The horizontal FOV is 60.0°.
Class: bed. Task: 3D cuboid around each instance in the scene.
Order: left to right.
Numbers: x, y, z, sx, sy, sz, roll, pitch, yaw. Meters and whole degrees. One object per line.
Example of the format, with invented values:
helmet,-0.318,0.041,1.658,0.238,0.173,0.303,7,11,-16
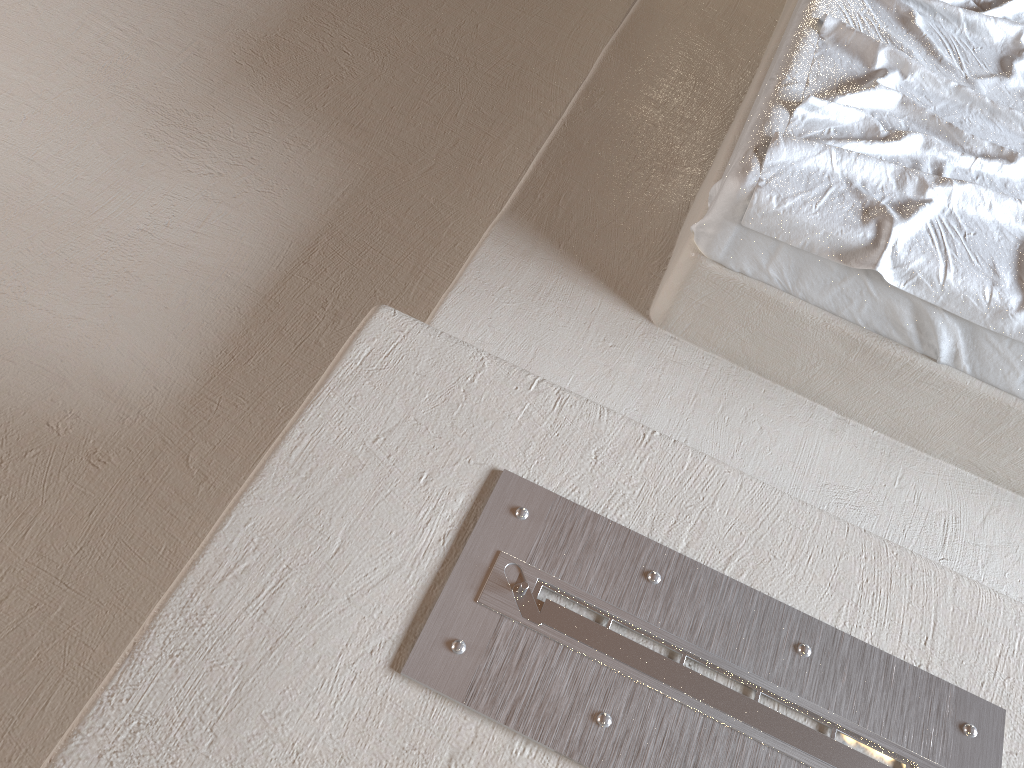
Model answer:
bed,1.524,-0.579,2.162,1.826,0.484,2.012,25,55,4

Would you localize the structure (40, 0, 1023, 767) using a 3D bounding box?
structure,1.134,0.120,1.477,2.634,1.119,4.618,25,55,4
